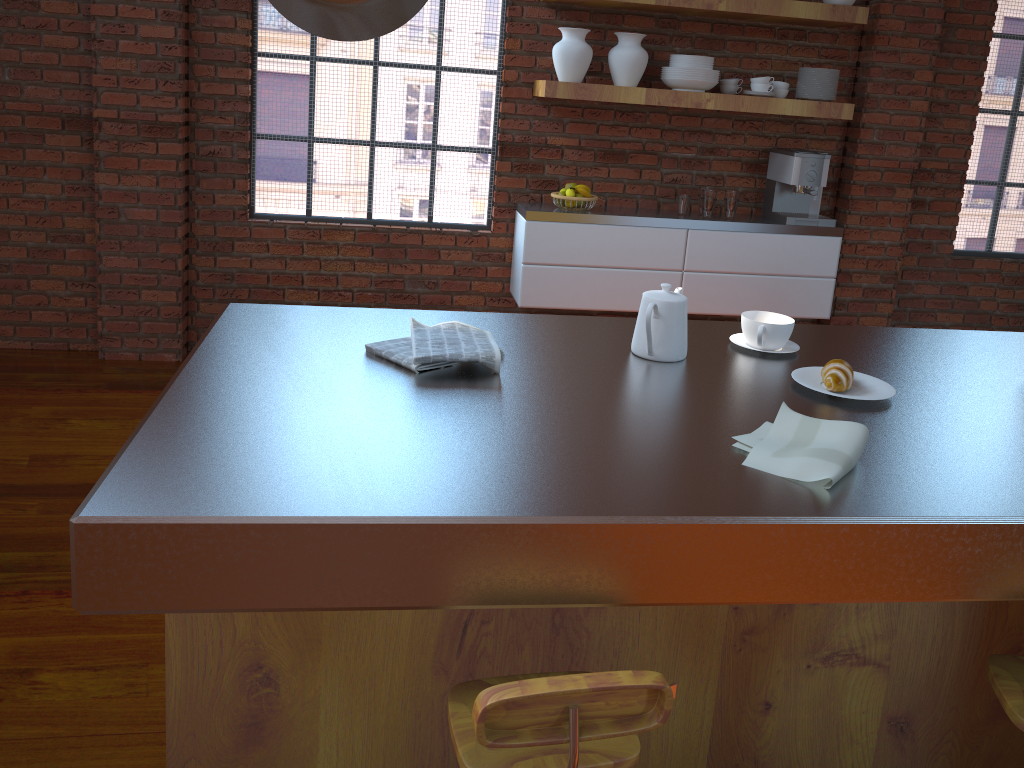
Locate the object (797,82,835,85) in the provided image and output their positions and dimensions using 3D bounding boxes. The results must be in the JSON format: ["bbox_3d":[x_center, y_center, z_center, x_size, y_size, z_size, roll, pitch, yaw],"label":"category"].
[{"bbox_3d":[1.524,-1.493,4.393,0.195,0.013,0.200,7,19,7],"label":"object"}]

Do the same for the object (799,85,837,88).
[{"bbox_3d":[1.523,-1.480,4.396,0.195,0.013,0.200,7,19,7],"label":"object"}]

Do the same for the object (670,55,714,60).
[{"bbox_3d":[0.873,-1.566,4.281,0.213,0.054,0.220,-1,19,-17],"label":"object"}]

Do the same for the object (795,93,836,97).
[{"bbox_3d":[1.519,-1.440,4.405,0.195,0.013,0.200,7,19,7],"label":"object"}]

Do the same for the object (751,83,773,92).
[{"bbox_3d":[1.217,-1.448,4.317,0.092,0.045,0.102,0,18,-14],"label":"object"}]

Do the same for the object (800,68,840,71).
[{"bbox_3d":[1.529,-1.560,4.379,0.195,0.013,0.200,7,19,7],"label":"object"}]

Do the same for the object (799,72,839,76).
[{"bbox_3d":[1.527,-1.538,4.384,0.195,0.013,0.200,7,19,7],"label":"object"}]

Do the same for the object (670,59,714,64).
[{"bbox_3d":[0.872,-1.547,4.285,0.213,0.054,0.220,-1,19,-17],"label":"object"}]

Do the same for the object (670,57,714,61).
[{"bbox_3d":[0.872,-1.556,4.283,0.213,0.054,0.220,-1,19,-17],"label":"object"}]

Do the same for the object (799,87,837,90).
[{"bbox_3d":[1.522,-1.472,4.398,0.195,0.013,0.200,7,19,7],"label":"object"}]

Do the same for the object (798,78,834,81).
[{"bbox_3d":[1.525,-1.510,4.389,0.195,0.013,0.200,7,19,7],"label":"object"}]

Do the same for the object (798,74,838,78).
[{"bbox_3d":[1.526,-1.529,4.385,0.195,0.013,0.200,7,19,7],"label":"object"}]

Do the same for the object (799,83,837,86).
[{"bbox_3d":[1.523,-1.489,4.394,0.195,0.013,0.200,7,19,7],"label":"object"}]

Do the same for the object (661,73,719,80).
[{"bbox_3d":[0.867,-1.480,4.300,0.282,0.054,0.290,-4,20,-24],"label":"object"}]

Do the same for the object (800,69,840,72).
[{"bbox_3d":[1.528,-1.555,4.380,0.195,0.013,0.200,7,19,7],"label":"object"}]

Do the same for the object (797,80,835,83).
[{"bbox_3d":[1.524,-1.502,4.391,0.195,0.013,0.200,7,19,7],"label":"object"}]

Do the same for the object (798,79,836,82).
[{"bbox_3d":[1.525,-1.507,4.390,0.195,0.013,0.200,7,19,7],"label":"object"}]

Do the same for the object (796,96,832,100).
[{"bbox_3d":[1.519,-1.427,4.407,0.195,0.013,0.200,7,19,7],"label":"object"}]

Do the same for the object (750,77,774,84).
[{"bbox_3d":[1.215,-1.478,4.307,0.092,0.057,0.103,-4,19,-24],"label":"object"}]

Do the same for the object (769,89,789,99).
[{"bbox_3d":[1.340,-1.461,4.433,0.100,0.045,0.094,13,19,24],"label":"object"}]

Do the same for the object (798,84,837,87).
[{"bbox_3d":[1.523,-1.485,4.395,0.195,0.013,0.200,7,19,7],"label":"object"}]

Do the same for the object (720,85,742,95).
[{"bbox_3d":[1.100,-1.489,4.460,0.092,0.045,0.101,-5,20,-28],"label":"object"}]

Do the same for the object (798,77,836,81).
[{"bbox_3d":[1.525,-1.515,4.388,0.195,0.013,0.200,7,19,7],"label":"object"}]

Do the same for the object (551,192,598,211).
[{"bbox_3d":[0.308,-0.906,4.379,0.239,0.069,0.239,18,23,36],"label":"object"}]

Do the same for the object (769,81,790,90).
[{"bbox_3d":[1.344,-1.494,4.432,0.100,0.057,0.094,9,17,14],"label":"object"}]

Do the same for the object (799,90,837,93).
[{"bbox_3d":[1.521,-1.458,4.401,0.195,0.013,0.200,7,19,7],"label":"object"}]

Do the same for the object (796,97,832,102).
[{"bbox_3d":[1.518,-1.423,4.408,0.195,0.013,0.200,7,19,7],"label":"object"}]

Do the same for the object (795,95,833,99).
[{"bbox_3d":[1.519,-1.432,4.407,0.195,0.013,0.200,7,19,7],"label":"object"}]

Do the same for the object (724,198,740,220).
[{"bbox_3d":[1.102,-0.883,4.439,0.078,0.101,0.080,5,15,3],"label":"object"}]

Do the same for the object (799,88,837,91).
[{"bbox_3d":[1.522,-1.467,4.399,0.195,0.013,0.200,7,19,7],"label":"object"}]

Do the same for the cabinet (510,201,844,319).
[{"bbox_3d":[0.829,-0.635,4.518,1.620,0.463,0.347,1,15,-9],"label":"cabinet"}]

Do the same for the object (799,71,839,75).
[{"bbox_3d":[1.527,-1.542,4.383,0.195,0.013,0.200,7,19,7],"label":"object"}]

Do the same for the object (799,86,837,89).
[{"bbox_3d":[1.522,-1.476,4.397,0.195,0.013,0.200,7,19,7],"label":"object"}]

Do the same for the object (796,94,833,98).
[{"bbox_3d":[1.519,-1.436,4.405,0.195,0.013,0.200,7,19,7],"label":"object"}]

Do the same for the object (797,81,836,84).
[{"bbox_3d":[1.524,-1.498,4.392,0.195,0.013,0.200,7,19,7],"label":"object"}]

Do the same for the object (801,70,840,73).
[{"bbox_3d":[1.528,-1.551,4.381,0.195,0.013,0.200,7,19,7],"label":"object"}]

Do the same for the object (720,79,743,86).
[{"bbox_3d":[1.099,-1.518,4.449,0.092,0.057,0.102,-10,22,-38],"label":"object"}]

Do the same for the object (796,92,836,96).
[{"bbox_3d":[1.520,-1.445,4.404,0.195,0.013,0.200,7,19,7],"label":"object"}]

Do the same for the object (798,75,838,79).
[{"bbox_3d":[1.526,-1.524,4.386,0.195,0.013,0.200,7,19,7],"label":"object"}]

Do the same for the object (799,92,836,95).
[{"bbox_3d":[1.520,-1.449,4.403,0.195,0.013,0.200,7,19,7],"label":"object"}]

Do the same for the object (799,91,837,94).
[{"bbox_3d":[1.521,-1.454,4.402,0.195,0.013,0.200,7,19,7],"label":"object"}]

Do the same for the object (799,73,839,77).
[{"bbox_3d":[1.527,-1.533,4.384,0.195,0.013,0.200,7,19,7],"label":"object"}]

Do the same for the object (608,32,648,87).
[{"bbox_3d":[0.559,-1.562,4.249,0.193,0.243,0.197,-7,18,-36],"label":"object"}]

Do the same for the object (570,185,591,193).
[{"bbox_3d":[0.351,-0.945,4.342,0.067,0.082,0.187,12,19,27],"label":"object"}]

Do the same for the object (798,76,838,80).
[{"bbox_3d":[1.526,-1.519,4.387,0.195,0.013,0.200,7,19,7],"label":"object"}]

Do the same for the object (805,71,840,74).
[{"bbox_3d":[1.528,-1.546,4.382,0.195,0.013,0.200,7,19,7],"label":"object"}]

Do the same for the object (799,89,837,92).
[{"bbox_3d":[1.521,-1.463,4.400,0.195,0.013,0.200,7,19,7],"label":"object"}]
